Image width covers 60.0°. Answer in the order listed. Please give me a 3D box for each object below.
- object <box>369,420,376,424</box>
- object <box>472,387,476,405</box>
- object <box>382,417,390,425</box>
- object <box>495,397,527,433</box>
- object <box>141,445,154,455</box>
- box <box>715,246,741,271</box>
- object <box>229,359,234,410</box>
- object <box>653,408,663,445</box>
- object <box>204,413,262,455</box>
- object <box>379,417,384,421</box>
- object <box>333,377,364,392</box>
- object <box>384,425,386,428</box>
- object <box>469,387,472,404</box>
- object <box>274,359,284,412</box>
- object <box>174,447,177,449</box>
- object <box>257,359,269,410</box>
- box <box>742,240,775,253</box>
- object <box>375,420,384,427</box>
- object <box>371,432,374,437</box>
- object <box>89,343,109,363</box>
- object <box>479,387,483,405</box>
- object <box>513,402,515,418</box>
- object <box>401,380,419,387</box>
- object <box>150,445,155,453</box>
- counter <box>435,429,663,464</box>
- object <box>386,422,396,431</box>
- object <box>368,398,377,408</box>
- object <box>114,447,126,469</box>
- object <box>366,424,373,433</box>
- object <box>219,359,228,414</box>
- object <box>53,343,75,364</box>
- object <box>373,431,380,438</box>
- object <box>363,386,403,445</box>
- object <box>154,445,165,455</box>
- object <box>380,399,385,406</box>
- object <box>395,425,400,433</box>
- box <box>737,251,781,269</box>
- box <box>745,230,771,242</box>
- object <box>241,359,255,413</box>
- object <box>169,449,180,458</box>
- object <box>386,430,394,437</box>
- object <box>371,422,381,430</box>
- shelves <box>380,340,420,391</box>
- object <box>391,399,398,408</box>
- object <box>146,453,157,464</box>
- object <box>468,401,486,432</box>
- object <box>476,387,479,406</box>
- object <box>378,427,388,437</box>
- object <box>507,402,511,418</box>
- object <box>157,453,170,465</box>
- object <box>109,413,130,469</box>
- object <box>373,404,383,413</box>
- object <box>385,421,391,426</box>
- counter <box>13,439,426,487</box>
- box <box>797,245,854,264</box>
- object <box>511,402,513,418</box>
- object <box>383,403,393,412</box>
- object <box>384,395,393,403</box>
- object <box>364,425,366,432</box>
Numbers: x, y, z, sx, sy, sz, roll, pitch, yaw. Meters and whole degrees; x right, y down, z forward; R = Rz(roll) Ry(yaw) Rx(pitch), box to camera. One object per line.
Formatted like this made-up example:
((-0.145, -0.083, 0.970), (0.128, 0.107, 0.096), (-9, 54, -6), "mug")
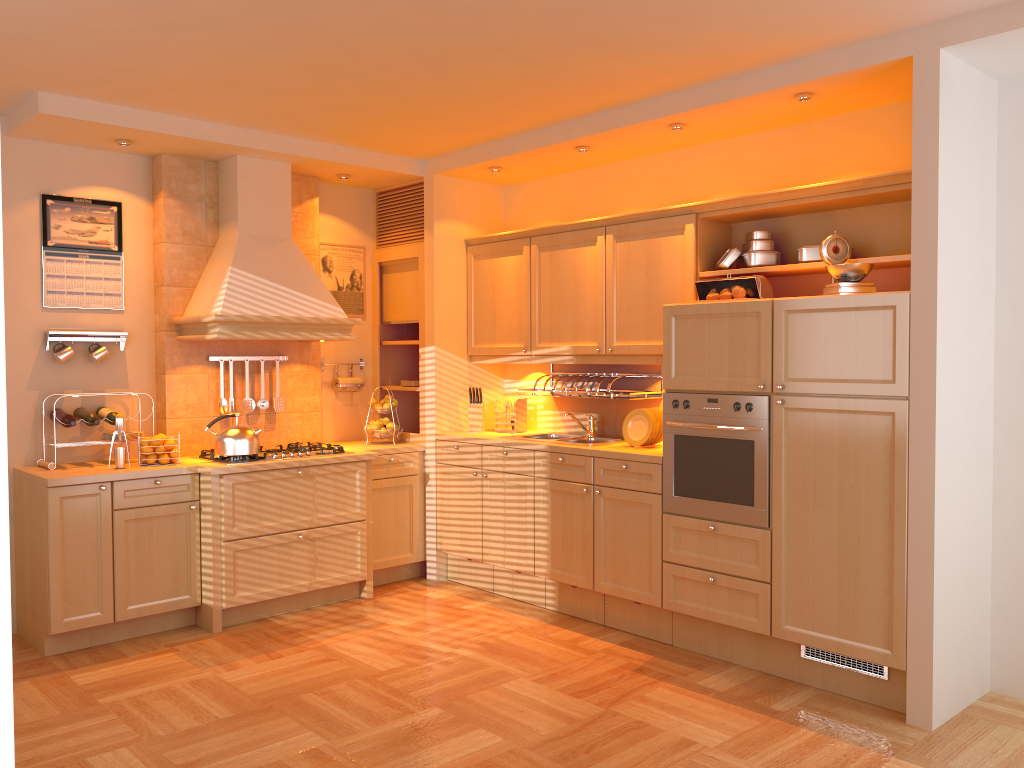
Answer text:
((-0.908, 0.263, 5.816), (0.055, 0.058, 0.056), (0, 2, -7), "object")
((-0.248, 0.153, 5.750), (0.019, 0.265, 0.038), (1, 2, 30), "object")
((-0.818, 0.243, 5.767), (0.049, 0.052, 0.050), (-2, 2, -35), "object")
((-0.007, 0.200, 5.754), (0.103, 0.221, 0.200), (-2, 3, -43), "object")
((-1.925, 0.350, 4.683), (0.063, 0.051, 0.053), (-1, 2, -24), "object")
((1.094, -0.632, 4.488), (0.117, 0.129, 0.098), (0, 2, -7), "box")
((-1.663, 0.013, 5.257), (0.028, 0.319, 0.006), (-2, 3, -43), "object")
((0.779, 0.230, 4.843), (0.049, 0.200, 0.205), (-2, 2, -41), "object")
((-1.519, 0.269, 4.889), (0.242, 0.215, 0.251), (1, 2, 35), "object")
((-0.848, 0.243, 5.824), (0.051, 0.048, 0.050), (-1, 2, -9), "object")
((-1.097, 0.004, 5.940), (0.186, 0.094, 0.096), (-2, 3, -42), "object")
((-0.847, 0.275, 5.871), (0.059, 0.055, 0.058), (-2, 2, -35), "object")
((-0.268, 0.153, 5.757), (0.019, 0.265, 0.037), (0, 2, 11), "object")
((-1.436, 0.008, 5.457), (0.061, 0.323, 0.020), (-2, 3, -43), "object")
((-1.843, 0.364, 4.809), (0.051, 0.055, 0.061), (-1, 2, -13), "object")
((-1.526, 0.003, 5.399), (0.077, 0.309, 0.037), (-2, 3, -43), "object")
((1.234, -0.681, 4.447), (0.124, 0.066, 0.177), (0, 2, -7), "box")
((-0.863, 0.264, 5.774), (0.063, 0.061, 0.063), (0, 2, 21), "object")
((-0.903, 0.326, 5.835), (0.046, 0.043, 0.047), (0, 2, 7), "object")
((-2.270, -0.169, 4.874), (0.066, 0.111, 0.103), (1, 2, 41), "object")
((-0.203, 0.154, 5.733), (0.019, 0.265, 0.037), (1, 2, 30), "object")
((0.014, 0.211, 5.695), (0.018, 0.196, 0.022), (-2, 2, -38), "object")
((-0.648, -0.003, 6.054), (0.222, 0.039, 0.222), (-1, 2, -25), "object")
((-1.927, 0.346, 4.741), (0.051, 0.053, 0.064), (0, 2, 10), "object")
((0.341, 0.346, 5.203), (0.600, 0.038, 1.800), (-2, 3, -43), "counter")
((-0.785, 0.277, 5.747), (0.063, 0.060, 0.064), (-1, 2, -27), "object")
((-0.916, 0.126, 5.826), (0.061, 0.064, 0.063), (-1, 2, -33), "object")
((-2.028, 0.384, 4.591), (0.060, 0.106, 0.060), (0, 2, 15), "object")
((-0.923, 0.289, 5.763), (0.063, 0.063, 0.063), (-1, 2, -31), "object")
((-1.698, 0.017, 5.210), (0.055, 0.323, 0.028), (-2, 3, -43), "object")
((-2.401, -0.165, 4.753), (0.066, 0.111, 0.103), (1, 2, 41), "object")
((-0.879, 0.323, 5.788), (0.052, 0.056, 0.057), (0, 2, 10), "object")
((-0.848, 0.203, 5.821), (0.265, 0.376, 0.265), (0, 2, 6), "object")
((-1.875, 0.350, 4.719), (0.052, 0.053, 0.062), (-1, 2, -21), "object")
((-0.845, 0.122, 5.829), (0.050, 0.051, 0.051), (-1, 2, -18), "object")
((-0.772, 0.298, 5.868), (0.059, 0.059, 0.058), (0, 2, 1), "object")
((1.234, -0.612, 4.450), (0.169, 0.090, 0.242), (0, 2, -7), "box")
((1.234, -0.736, 4.446), (0.098, 0.052, 0.140), (0, 2, -7), "box")
((-1.584, 0.011, 5.322), (0.090, 0.320, 0.017), (-2, 3, -43), "object")
((-1.807, 0.373, 4.750), (0.052, 0.054, 0.061), (-1, 2, -16), "object")
((-0.798, 0.318, 5.798), (0.063, 0.061, 0.064), (1, 2, 25), "object")
((-0.875, 0.273, 5.719), (0.056, 0.063, 0.065), (1, 2, 23), "object")
((-0.536, 0.053, 6.155), (0.582, 0.702, 0.600), (-2, 3, -43), "shelves")
((-0.777, 0.128, 5.824), (0.058, 0.060, 0.057), (-1, 2, -21), "object")
((-1.908, 0.397, 4.695), (0.052, 0.057, 0.060), (0, 2, 9), "object")
((-0.228, 0.211, 5.759), (0.100, 0.200, 0.070), (0, 2, 21), "object")
((-0.225, 0.154, 5.742), (0.019, 0.265, 0.038), (1, 2, 30), "object")
((-0.839, 0.311, 5.745), (0.064, 0.062, 0.064), (1, 2, 35), "object")
((-0.012, 0.208, 5.703), (0.042, 0.192, 0.040), (0, 2, 8), "object")
((-1.860, 0.401, 4.733), (0.074, 0.063, 0.064), (1, 2, 28), "object")
((-2.039, 0.293, 4.579), (0.088, 0.288, 0.101), (-2, 3, -43), "object")
((-0.876, 0.159, 5.796), (0.064, 0.058, 0.063), (0, 2, 13), "object")
((-0.803, 0.272, 5.829), (0.057, 0.059, 0.058), (0, 2, 11), "object")
((-1.529, 0.436, 5.131), (2.250, 0.038, 0.770), (-2, 3, -43), "counter")
((1.476, -0.604, 4.178), (0.242, 0.090, 0.169), (1, 2, 28), "box")
((0.003, 0.211, 5.699), (0.020, 0.196, 0.017), (-1, 2, -17), "object")
((-0.811, 0.152, 5.784), (0.064, 0.063, 0.063), (-1, 2, -26), "object")
((-0.807, 0.100, 5.795), (0.055, 0.059, 0.058), (0, 2, 3), "object")
((-0.946, 0.294, 5.826), (0.056, 0.057, 0.053), (1, 2, 24), "object")
